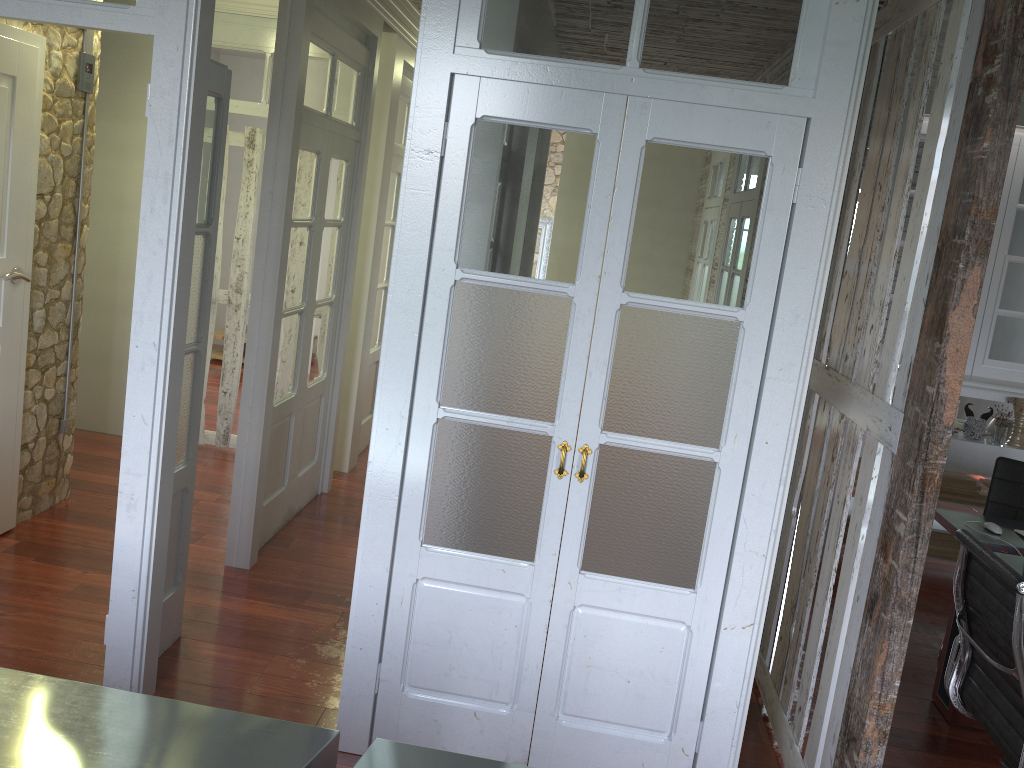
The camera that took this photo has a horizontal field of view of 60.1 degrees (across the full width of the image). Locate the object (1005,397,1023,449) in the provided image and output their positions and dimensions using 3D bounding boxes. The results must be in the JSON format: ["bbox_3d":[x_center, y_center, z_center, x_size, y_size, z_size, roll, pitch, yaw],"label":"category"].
[{"bbox_3d":[2.981,0.229,5.192,0.144,0.276,0.144,11,9,18],"label":"object"}]

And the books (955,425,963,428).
[{"bbox_3d":[2.812,0.257,5.515,0.168,0.007,0.191,2,13,-30],"label":"books"}]

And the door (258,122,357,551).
[{"bbox_3d":[-1.084,-0.271,4.630,0.041,2.070,1.084,8,8,4],"label":"door"}]

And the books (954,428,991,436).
[{"bbox_3d":[2.814,0.282,5.508,0.180,0.011,0.248,2,12,-30],"label":"books"}]

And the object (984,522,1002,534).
[{"bbox_3d":[2.081,0.619,3.824,0.059,0.028,0.107,8,11,3],"label":"object"}]

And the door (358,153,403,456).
[{"bbox_3d":[-0.908,-0.587,6.398,0.041,2.070,1.084,8,8,4],"label":"door"}]

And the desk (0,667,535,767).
[{"bbox_3d":[-0.779,1.146,1.256,1.713,0.649,1.457,9,10,4],"label":"desk"}]

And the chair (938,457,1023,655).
[{"bbox_3d":[2.437,0.881,4.253,0.478,0.912,0.603,14,10,34],"label":"chair"}]

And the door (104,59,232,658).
[{"bbox_3d":[-1.628,-0.064,2.913,1.185,2.166,0.486,5,9,-21],"label":"door"}]

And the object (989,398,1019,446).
[{"bbox_3d":[2.866,0.217,5.152,0.128,0.285,0.130,3,9,-29],"label":"object"}]

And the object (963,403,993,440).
[{"bbox_3d":[2.795,0.227,5.333,0.159,0.178,0.384,13,12,30],"label":"object"}]

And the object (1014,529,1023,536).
[{"bbox_3d":[2.403,0.676,3.792,0.439,0.017,0.119,9,11,5],"label":"object"}]

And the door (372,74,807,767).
[{"bbox_3d":[0.190,0.222,2.722,1.058,2.163,0.041,9,8,5],"label":"door"}]

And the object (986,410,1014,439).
[{"bbox_3d":[3.030,0.252,5.444,0.159,0.152,0.218,6,10,-10],"label":"object"}]

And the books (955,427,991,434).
[{"bbox_3d":[2.815,0.273,5.507,0.180,0.007,0.248,2,12,-30],"label":"books"}]

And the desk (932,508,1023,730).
[{"bbox_3d":[2.402,1.242,2.832,1.301,0.722,2.527,9,11,4],"label":"desk"}]

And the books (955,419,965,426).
[{"bbox_3d":[2.814,0.243,5.514,0.168,0.007,0.191,3,12,-24],"label":"books"}]

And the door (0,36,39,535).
[{"bbox_3d":[-2.279,-0.320,3.611,0.145,2.202,0.875,8,8,4],"label":"door"}]

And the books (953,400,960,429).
[{"bbox_3d":[2.625,0.177,5.437,0.150,0.192,0.144,3,10,-30],"label":"books"}]

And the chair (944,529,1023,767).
[{"bbox_3d":[1.594,1.032,2.590,0.699,1.015,0.671,8,9,-1],"label":"chair"}]

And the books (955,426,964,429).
[{"bbox_3d":[2.811,0.263,5.516,0.168,0.007,0.191,2,13,-30],"label":"books"}]

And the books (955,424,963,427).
[{"bbox_3d":[2.814,0.250,5.514,0.168,0.007,0.191,2,13,-30],"label":"books"}]

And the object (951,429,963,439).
[{"bbox_3d":[2.607,0.294,5.191,0.066,0.040,0.066,0,13,-37],"label":"object"}]

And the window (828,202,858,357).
[{"bbox_3d":[2.725,-1.240,8.904,1.540,1.924,0.128,9,8,5],"label":"window"}]

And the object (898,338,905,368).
[{"bbox_3d":[2.326,-0.228,5.281,0.129,0.313,0.129,12,9,29],"label":"object"}]
